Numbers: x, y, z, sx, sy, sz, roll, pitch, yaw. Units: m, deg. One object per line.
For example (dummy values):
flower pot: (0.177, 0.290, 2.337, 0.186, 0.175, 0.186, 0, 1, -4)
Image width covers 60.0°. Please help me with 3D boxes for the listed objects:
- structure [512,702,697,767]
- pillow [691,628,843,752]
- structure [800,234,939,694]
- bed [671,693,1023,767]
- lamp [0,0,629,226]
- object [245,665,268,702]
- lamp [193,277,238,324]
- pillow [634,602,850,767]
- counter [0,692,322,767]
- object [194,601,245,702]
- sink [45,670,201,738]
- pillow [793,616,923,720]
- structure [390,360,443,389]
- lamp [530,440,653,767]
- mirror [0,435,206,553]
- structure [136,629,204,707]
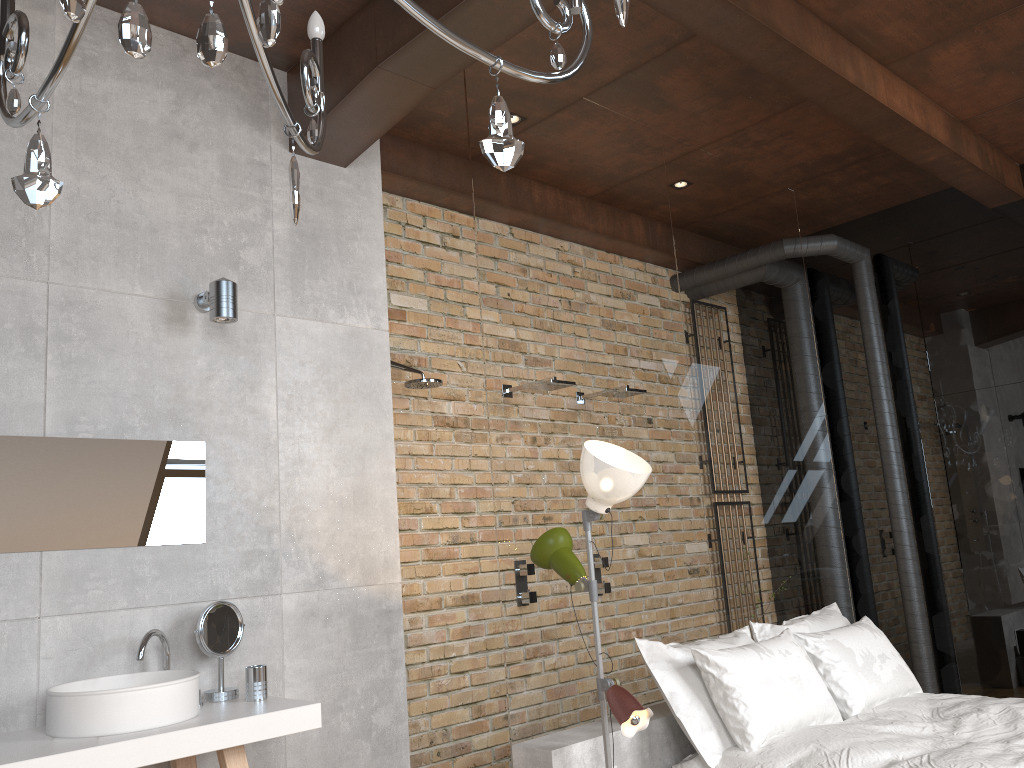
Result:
structure: (1.110, 1.672, 4.146, 2.820, 0.494, 0.206, 6, -15, -43)
pillow: (1.046, 1.241, 3.624, 0.744, 0.397, 0.276, 6, -15, -43)
structure: (1.952, 0.622, 6.047, 0.829, 3.140, 1.189, 6, -15, -43)
bed: (2.018, 1.487, 3.391, 2.300, 0.442, 2.169, 6, -15, -43)
lamp: (-0.444, -1.146, 1.162, 1.409, 1.594, 1.409, 0, -11, -21)
object: (-0.877, 1.027, 3.045, 0.073, 0.111, 0.073, -13, -13, 37)
lamp: (-1.132, -0.307, 3.380, 0.101, 0.168, 0.243, 6, -15, -43)
pillow: (1.227, 1.310, 4.020, 1.746, 0.517, 0.358, 6, -15, -44)
counter: (-1.534, 1.389, 2.333, 2.011, 0.765, 0.630, 6, -15, -43)
object: (-1.032, 0.942, 3.145, 0.118, 0.338, 0.192, -5, -11, 2)
sink: (-1.203, 0.989, 2.760, 0.445, 0.128, 0.442, -6, -11, 10)
pillow: (1.622, 1.324, 4.165, 0.748, 0.385, 0.291, 6, -15, -43)
structure: (-0.462, 0.790, 4.177, 0.217, 2.005, 0.457, -14, -14, 41)
lamp: (0.308, 0.994, 3.182, 0.561, 1.582, 0.270, -14, -14, 42)
mirror: (-1.815, 0.335, 2.691, 1.838, 0.377, 0.007, 6, -15, -43)
structure: (-1.172, 0.957, 2.981, 0.141, 0.268, 0.242, -13, -14, 40)
